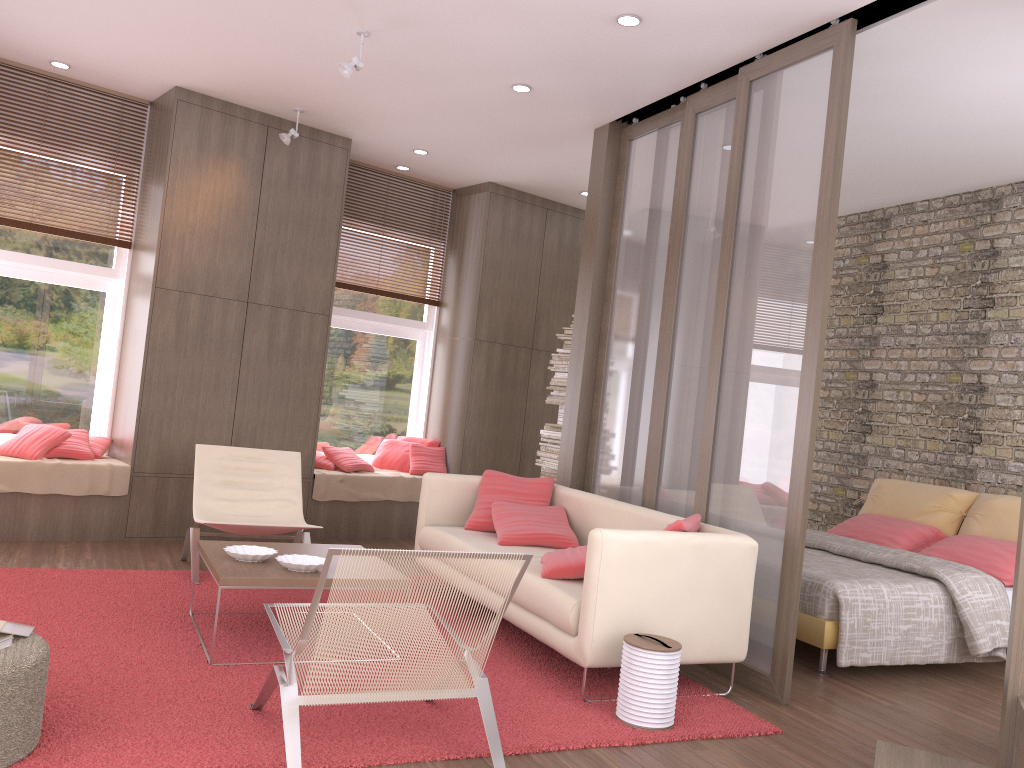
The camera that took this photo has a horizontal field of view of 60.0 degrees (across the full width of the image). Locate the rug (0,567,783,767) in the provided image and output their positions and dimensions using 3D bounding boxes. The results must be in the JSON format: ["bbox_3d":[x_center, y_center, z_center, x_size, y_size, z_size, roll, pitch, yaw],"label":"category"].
[{"bbox_3d":[-0.988,1.236,4.306,3.344,0.016,2.938,7,-2,-25],"label":"rug"}]

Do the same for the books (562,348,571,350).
[{"bbox_3d":[0.632,-0.273,7.411,0.351,0.010,0.284,6,-2,25],"label":"books"}]

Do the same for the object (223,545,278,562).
[{"bbox_3d":[-1.225,0.799,4.154,0.249,0.043,0.251,5,-2,35],"label":"object"}]

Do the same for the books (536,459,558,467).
[{"bbox_3d":[0.513,0.685,7.419,0.399,0.028,0.612,7,-2,-25],"label":"books"}]

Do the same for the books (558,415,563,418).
[{"bbox_3d":[0.557,0.289,7.424,0.294,0.013,0.413,6,-1,-5],"label":"books"}]

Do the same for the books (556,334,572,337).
[{"bbox_3d":[0.614,-0.385,7.448,0.435,0.019,0.248,6,-2,25],"label":"books"}]

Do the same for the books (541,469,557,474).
[{"bbox_3d":[0.491,0.746,7.367,0.405,0.018,0.300,5,-2,45],"label":"books"}]

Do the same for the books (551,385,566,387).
[{"bbox_3d":[0.554,0.037,7.452,0.395,0.009,0.233,5,-2,40],"label":"books"}]

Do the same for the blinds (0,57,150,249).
[{"bbox_3d":[-3.353,-1.653,6.303,1.373,1.142,0.042,7,-2,-38],"label":"blinds"}]

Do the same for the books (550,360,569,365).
[{"bbox_3d":[0.570,-0.161,7.458,0.401,0.035,0.315,5,-2,45],"label":"books"}]

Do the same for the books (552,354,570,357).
[{"bbox_3d":[0.580,-0.223,7.458,0.392,0.015,0.306,5,-2,45],"label":"books"}]

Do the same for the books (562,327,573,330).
[{"bbox_3d":[0.643,-0.439,7.417,0.366,0.012,0.287,6,-2,25],"label":"books"}]

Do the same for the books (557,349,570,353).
[{"bbox_3d":[0.610,-0.256,7.430,0.404,0.026,0.266,6,-2,25],"label":"books"}]

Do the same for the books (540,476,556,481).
[{"bbox_3d":[0.484,0.802,7.358,0.396,0.024,0.310,5,-2,45],"label":"books"}]

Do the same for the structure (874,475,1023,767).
[{"bbox_3d":[1.385,-0.007,2.052,0.845,2.881,2.039,6,-2,24],"label":"structure"}]

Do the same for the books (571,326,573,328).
[{"bbox_3d":[0.659,-0.456,7.420,0.272,0.023,0.201,5,-2,45],"label":"books"}]

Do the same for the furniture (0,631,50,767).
[{"bbox_3d":[-1.756,0.951,2.686,0.596,0.328,0.596,6,-1,0],"label":"furniture"}]

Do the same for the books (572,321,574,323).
[{"bbox_3d":[0.664,-0.512,7.426,0.202,0.015,0.303,7,-2,-25],"label":"books"}]

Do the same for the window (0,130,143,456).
[{"bbox_3d":[-3.530,-0.638,6.361,1.407,2.229,0.160,7,-2,-38],"label":"window"}]

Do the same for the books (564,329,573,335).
[{"bbox_3d":[0.650,-0.412,7.419,0.351,0.036,0.275,6,-2,25],"label":"books"}]

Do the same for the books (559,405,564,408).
[{"bbox_3d":[0.587,0.203,7.384,0.326,0.018,0.500,6,-1,-5],"label":"books"}]

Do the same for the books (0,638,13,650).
[{"bbox_3d":[-1.722,0.772,2.636,0.352,0.022,0.232,6,-1,5],"label":"books"}]

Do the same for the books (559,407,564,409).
[{"bbox_3d":[0.592,0.220,7.413,0.345,0.010,0.443,6,-1,-5],"label":"books"}]

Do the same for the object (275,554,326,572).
[{"bbox_3d":[-0.960,0.826,4.061,0.249,0.043,0.251,7,-1,-13],"label":"object"}]

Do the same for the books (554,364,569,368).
[{"bbox_3d":[0.618,-0.128,7.423,0.434,0.019,0.324,5,-2,45],"label":"books"}]

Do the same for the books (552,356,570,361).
[{"bbox_3d":[0.601,-0.194,7.460,0.416,0.035,0.323,5,-2,45],"label":"books"}]

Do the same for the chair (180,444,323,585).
[{"bbox_3d":[-1.638,0.823,5.610,0.739,0.767,0.860,7,-2,-25],"label":"chair"}]

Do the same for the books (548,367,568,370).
[{"bbox_3d":[0.575,-0.110,7.455,0.470,0.022,0.306,5,-2,45],"label":"books"}]

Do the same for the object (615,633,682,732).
[{"bbox_3d":[0.559,1.211,3.631,0.239,0.341,0.239,6,-1,7],"label":"object"}]

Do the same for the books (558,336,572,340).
[{"bbox_3d":[0.620,-0.363,7.438,0.412,0.019,0.259,6,-2,25],"label":"books"}]

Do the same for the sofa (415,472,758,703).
[{"bbox_3d":[0.241,1.006,4.900,0.919,0.751,2.204,7,-2,-25],"label":"sofa"}]

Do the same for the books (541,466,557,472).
[{"bbox_3d":[0.492,0.724,7.360,0.396,0.024,0.310,5,-2,45],"label":"books"}]

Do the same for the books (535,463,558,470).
[{"bbox_3d":[0.501,0.706,7.361,0.423,0.016,0.542,7,-2,-25],"label":"books"}]

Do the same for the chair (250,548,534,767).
[{"bbox_3d":[-0.457,0.887,3.133,0.739,0.762,0.853,7,-2,-26],"label":"chair"}]

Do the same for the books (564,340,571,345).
[{"bbox_3d":[0.645,-0.331,7.450,0.371,0.036,0.211,6,-2,25],"label":"books"}]

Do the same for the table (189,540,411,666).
[{"bbox_3d":[-1.048,1.034,4.284,0.850,0.378,0.850,7,-2,-25],"label":"table"}]

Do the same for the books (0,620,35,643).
[{"bbox_3d":[-1.704,0.743,2.692,0.331,0.086,0.377,6,-1,5],"label":"books"}]

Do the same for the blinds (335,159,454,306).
[{"bbox_3d":[-1.165,-1.373,8.055,1.373,1.138,0.042,7,-2,-38],"label":"blinds"}]

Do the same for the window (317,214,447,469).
[{"bbox_3d":[-1.340,-0.355,8.104,1.407,2.229,0.160,7,-2,-38],"label":"window"}]

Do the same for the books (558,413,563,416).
[{"bbox_3d":[0.577,0.273,7.390,0.323,0.020,0.484,6,-1,-5],"label":"books"}]

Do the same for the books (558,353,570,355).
[{"bbox_3d":[0.624,-0.234,7.443,0.416,0.015,0.245,5,-2,45],"label":"books"}]

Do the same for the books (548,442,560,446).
[{"bbox_3d":[0.568,0.522,7.388,0.320,0.020,0.542,7,-2,-25],"label":"books"}]

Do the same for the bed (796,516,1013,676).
[{"bbox_3d":[2.289,1.203,5.840,2.360,0.861,2.219,7,-2,-25],"label":"bed"}]

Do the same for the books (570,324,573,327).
[{"bbox_3d":[0.657,-0.480,7.437,0.198,0.023,0.327,7,-2,-25],"label":"books"}]

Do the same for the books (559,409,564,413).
[{"bbox_3d":[0.569,0.243,7.424,0.308,0.036,0.417,6,-1,-5],"label":"books"}]

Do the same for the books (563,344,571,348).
[{"bbox_3d":[0.641,-0.294,7.449,0.371,0.036,0.211,6,-2,25],"label":"books"}]

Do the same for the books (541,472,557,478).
[{"bbox_3d":[0.487,0.773,7.359,0.396,0.033,0.310,5,-2,45],"label":"books"}]

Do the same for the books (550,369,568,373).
[{"bbox_3d":[0.581,-0.092,7.411,0.416,0.012,0.324,5,-2,45],"label":"books"}]
